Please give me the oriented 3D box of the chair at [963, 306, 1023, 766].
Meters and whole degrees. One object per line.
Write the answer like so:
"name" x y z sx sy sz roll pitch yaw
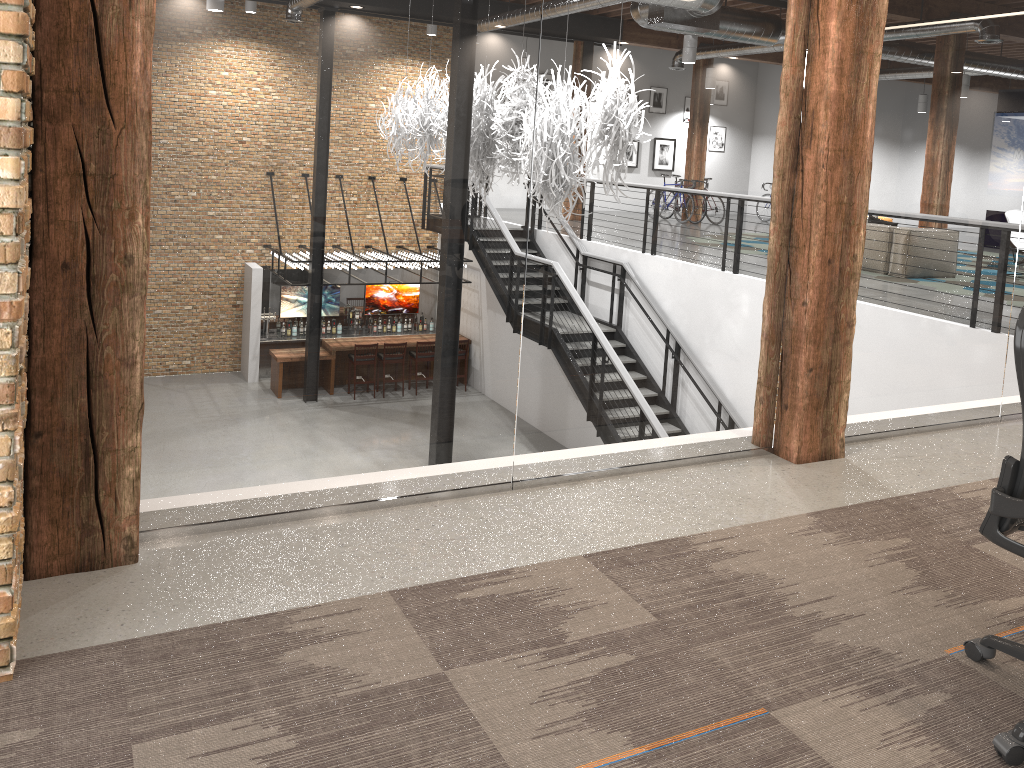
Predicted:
"chair" 1.595 0.342 2.160 0.804 1.067 0.778 10 10 36
